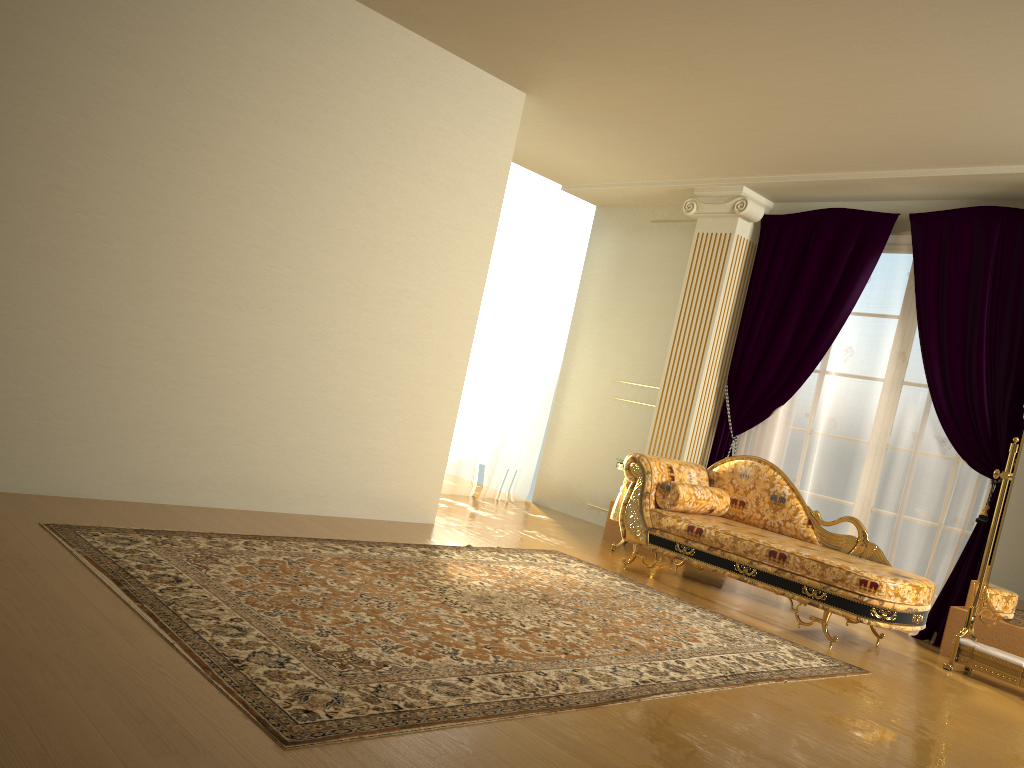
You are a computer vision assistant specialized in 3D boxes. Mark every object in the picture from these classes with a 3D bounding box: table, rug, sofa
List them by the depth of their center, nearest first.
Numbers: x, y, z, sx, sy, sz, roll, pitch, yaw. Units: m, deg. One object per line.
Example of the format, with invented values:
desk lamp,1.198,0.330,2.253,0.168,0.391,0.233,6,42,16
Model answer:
rug,-0.114,0.954,3.868,3.099,0.017,2.099,13,-1,-43
sofa,1.493,0.886,5.186,0.698,0.873,1.877,11,1,-43
table,0.959,0.906,6.346,0.571,0.645,0.570,12,1,2

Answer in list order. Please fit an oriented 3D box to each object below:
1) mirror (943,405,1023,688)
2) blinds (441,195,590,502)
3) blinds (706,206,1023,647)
mirror,2.643,0.701,4.434,0.244,1.705,0.536,10,3,-33
blinds,-0.321,-0.313,7.249,2.180,2.513,0.162,11,3,-40
blinds,2.331,0.169,5.846,0.341,2.660,2.216,9,3,-42
